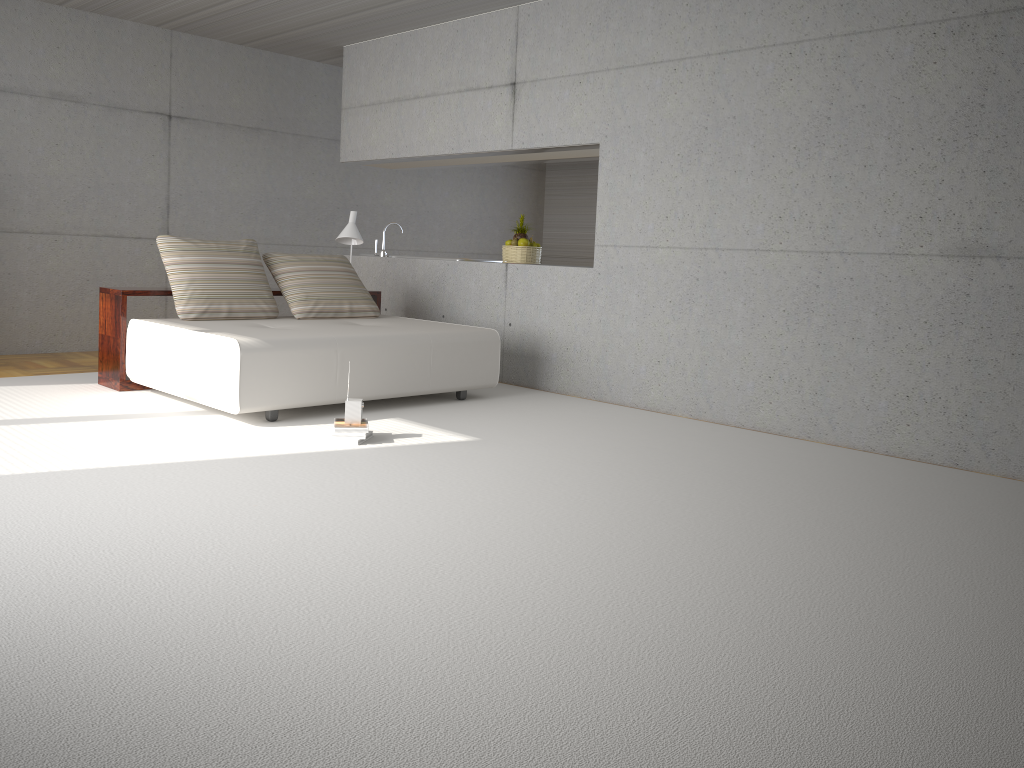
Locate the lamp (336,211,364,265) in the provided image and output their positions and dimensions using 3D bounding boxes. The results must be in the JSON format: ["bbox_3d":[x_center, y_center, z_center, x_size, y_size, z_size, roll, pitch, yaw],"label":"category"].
[{"bbox_3d":[-1.409,-1.180,7.802,0.245,0.696,0.324,5,5,26],"label":"lamp"}]

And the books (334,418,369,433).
[{"bbox_3d":[-0.909,0.234,4.994,0.189,0.032,0.267,1,8,-11],"label":"books"}]

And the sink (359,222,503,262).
[{"bbox_3d":[-0.848,-1.330,8.825,1.712,0.536,0.768,10,10,44],"label":"sink"}]

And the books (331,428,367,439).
[{"bbox_3d":[-0.914,0.267,4.990,0.189,0.032,0.267,2,8,-6],"label":"books"}]

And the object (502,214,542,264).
[{"bbox_3d":[0.086,-1.295,7.878,0.334,0.439,0.370,6,6,30],"label":"object"}]

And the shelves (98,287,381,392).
[{"bbox_3d":[-2.098,-0.407,7.141,0.402,0.711,2.255,7,9,44],"label":"shelves"}]

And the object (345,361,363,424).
[{"bbox_3d":[-0.884,0.044,4.938,0.090,0.364,0.187,2,5,-5],"label":"object"}]

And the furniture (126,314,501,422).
[{"bbox_3d":[-1.407,-0.178,6.440,1.621,0.519,2.173,10,11,44],"label":"furniture"}]

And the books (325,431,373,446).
[{"bbox_3d":[-0.915,0.298,4.992,0.189,0.032,0.266,4,8,9],"label":"books"}]

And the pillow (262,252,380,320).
[{"bbox_3d":[-1.535,-0.792,7.163,0.808,0.514,0.581,-4,9,-44],"label":"pillow"}]

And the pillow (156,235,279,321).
[{"bbox_3d":[-2.171,-0.787,6.589,0.492,0.606,0.802,8,8,44],"label":"pillow"}]
